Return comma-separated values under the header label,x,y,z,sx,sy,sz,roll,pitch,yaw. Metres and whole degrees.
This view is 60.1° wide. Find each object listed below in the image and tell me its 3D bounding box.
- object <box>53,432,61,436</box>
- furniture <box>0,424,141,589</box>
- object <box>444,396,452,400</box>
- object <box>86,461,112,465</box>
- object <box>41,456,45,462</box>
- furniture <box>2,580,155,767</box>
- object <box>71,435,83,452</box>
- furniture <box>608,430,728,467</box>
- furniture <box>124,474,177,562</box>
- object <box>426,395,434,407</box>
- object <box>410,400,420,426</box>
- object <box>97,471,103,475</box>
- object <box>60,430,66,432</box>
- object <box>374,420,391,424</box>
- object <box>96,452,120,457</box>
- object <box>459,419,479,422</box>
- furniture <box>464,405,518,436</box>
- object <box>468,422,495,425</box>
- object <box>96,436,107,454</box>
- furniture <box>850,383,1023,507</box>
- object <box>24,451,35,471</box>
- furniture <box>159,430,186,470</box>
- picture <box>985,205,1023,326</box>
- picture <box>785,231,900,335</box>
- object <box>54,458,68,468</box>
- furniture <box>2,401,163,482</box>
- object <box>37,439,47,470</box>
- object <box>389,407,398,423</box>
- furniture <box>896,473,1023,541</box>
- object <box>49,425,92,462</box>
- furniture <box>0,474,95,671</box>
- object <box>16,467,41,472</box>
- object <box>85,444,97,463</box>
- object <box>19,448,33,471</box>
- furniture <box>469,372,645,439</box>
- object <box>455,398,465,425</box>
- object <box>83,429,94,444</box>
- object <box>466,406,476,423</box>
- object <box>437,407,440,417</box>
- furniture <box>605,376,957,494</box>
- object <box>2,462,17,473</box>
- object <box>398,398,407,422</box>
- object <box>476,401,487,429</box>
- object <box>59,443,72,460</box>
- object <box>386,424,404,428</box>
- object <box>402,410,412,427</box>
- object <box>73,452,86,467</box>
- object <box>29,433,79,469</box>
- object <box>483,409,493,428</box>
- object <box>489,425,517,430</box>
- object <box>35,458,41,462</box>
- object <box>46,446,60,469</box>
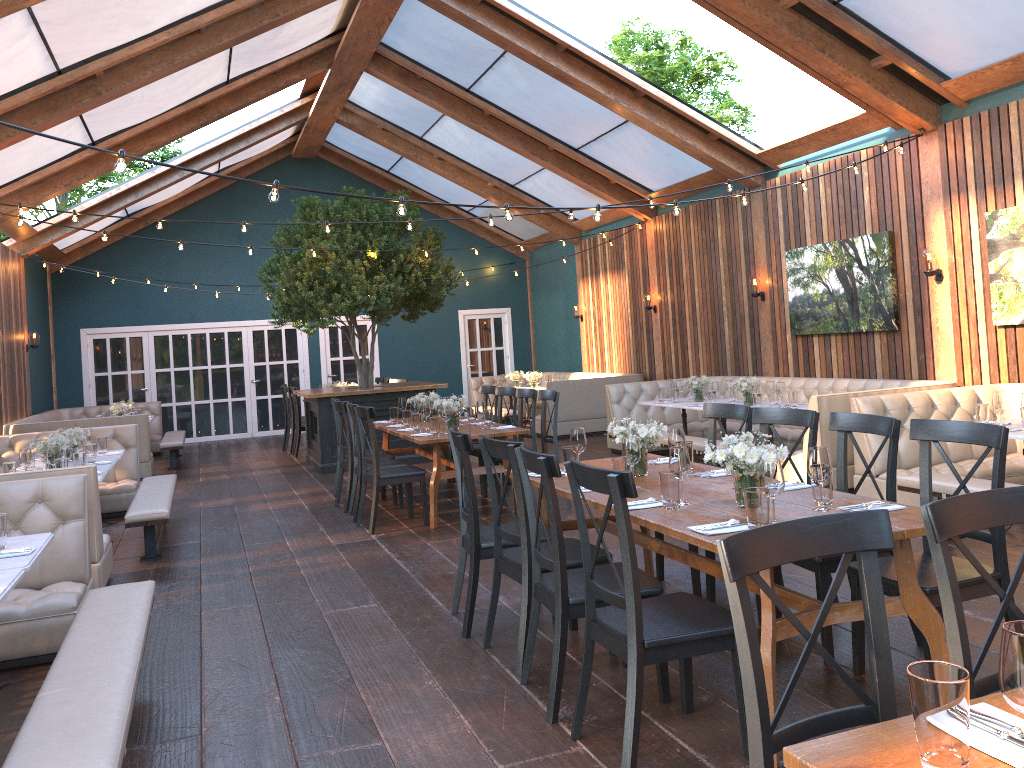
label,x,y,z,sx,sy,sz,roll,pitch,yaw
object,-4.089,0.562,7.975,0.092,0.245,0.092,-4,-1,28
furniture,-4.087,0.961,7.233,1.711,0.859,4.154,-4,3,-19
object,-0.630,0.248,8.787,0.092,0.245,0.092,-3,-1,-22
object,-3.483,0.662,7.402,0.255,0.019,0.157,-5,3,-19
object,-4.158,0.613,7.888,0.092,0.158,0.091,-3,0,-33
furniture,-1.553,1.208,3.329,0.313,0.399,2.326,-4,2,-19
object,-3.656,0.558,7.446,0.092,0.245,0.092,-4,-1,28
furniture,1.657,0.733,9.264,0.313,0.399,2.326,-4,2,-19
furniture,-3.057,1.110,7.586,0.313,0.399,2.326,-4,2,-19
object,-0.863,0.237,9.340,0.092,0.245,0.092,-3,-1,-39
object,-0.933,0.278,8.523,0.092,0.245,0.092,-3,-1,-22
object,-3.234,0.679,6.695,0.255,0.019,0.157,-5,3,-19
object,-4.155,0.555,8.209,0.092,0.245,0.092,-4,-1,28
object,-1.301,0.387,9.130,0.255,0.019,0.157,-5,3,-19
object,-3.746,0.645,8.150,0.255,0.019,0.157,-5,3,-19
object,-0.465,0.355,8.747,0.255,0.019,0.157,-5,3,-19
furniture,-0.364,0.601,14.986,0.313,0.399,2.326,-4,2,-19
object,-0.292,0.363,8.238,0.255,0.019,0.157,-5,3,-19
object,-3.844,0.575,8.295,0.092,0.158,0.091,-3,0,-33
furniture,4.194,0.518,5.378,1.711,0.859,4.154,-4,3,-19
object,-3.904,0.630,7.158,0.092,0.158,0.091,-3,0,-33
furniture,-5.079,0.978,13.308,0.313,0.399,2.326,-4,2,-19
picture,4.467,-0.990,6.972,0.065,0.998,1.648,-3,1,-19
picture,3.532,-1.050,9.599,0.065,0.998,1.648,-3,1,-19
object,-3.279,0.623,6.444,0.091,0.158,0.092,-4,0,17
furniture,-6.101,0.829,12.933,1.711,0.859,4.154,-4,3,-19
object,-3.843,0.579,7.261,0.092,0.245,0.092,-4,-1,28
object,-1.195,0.317,8.972,0.092,0.158,0.092,-4,0,-3
furniture,3.161,0.832,5.006,0.313,0.399,2.326,-4,2,-19
object,-3.912,0.524,7.832,0.336,0.310,0.329,-4,1,-7
furniture,-2.578,1.059,2.962,1.711,0.859,4.154,-4,3,-19
object,-3.997,0.700,7.298,0.255,0.019,0.157,-5,3,-19
object,-3.588,0.593,7.543,0.092,0.158,0.091,-3,0,-33
object,-3.577,0.596,6.513,0.092,0.245,0.092,-3,-1,-17
furniture,0.678,0.288,15.330,1.711,0.859,4.154,-4,3,-19
object,-0.484,0.260,8.277,0.092,0.245,0.092,-4,-1,23
object,-3.932,0.541,8.210,0.092,0.245,0.092,-4,-1,28
object,-0.382,0.293,8.384,0.091,0.158,0.092,-4,0,37
object,-0.754,0.268,9.443,0.092,0.158,0.092,-4,0,7
furniture,2.688,0.420,9.639,1.711,0.859,4.154,-4,3,-19
object,-3.634,0.647,6.403,0.092,0.158,0.091,-3,0,-33
object,-1.123,0.265,9.086,0.092,0.245,0.092,-4,-1,28
object,-0.265,0.271,7.750,0.092,0.245,0.092,-4,-1,6
object,-3.401,0.574,6.740,0.092,0.245,0.092,-4,-1,28
object,-1.083,0.399,8.567,0.255,0.019,0.157,-5,3,-19
object,-0.997,0.330,8.417,0.092,0.158,0.091,-4,0,-13
object,-3.337,0.609,6.830,0.092,0.158,0.091,-3,0,-33
object,-3.591,0.545,6.928,0.336,0.310,0.329,-4,1,-3
object,-0.210,0.307,7.832,0.091,0.158,0.092,-4,0,17
object,-0.098,0.376,7.685,0.255,0.019,0.157,-5,3,-19
object,-4.254,0.683,8.030,0.255,0.019,0.157,-5,3,-19
object,-3.372,0.583,6.506,0.092,0.245,0.092,-4,-1,28
